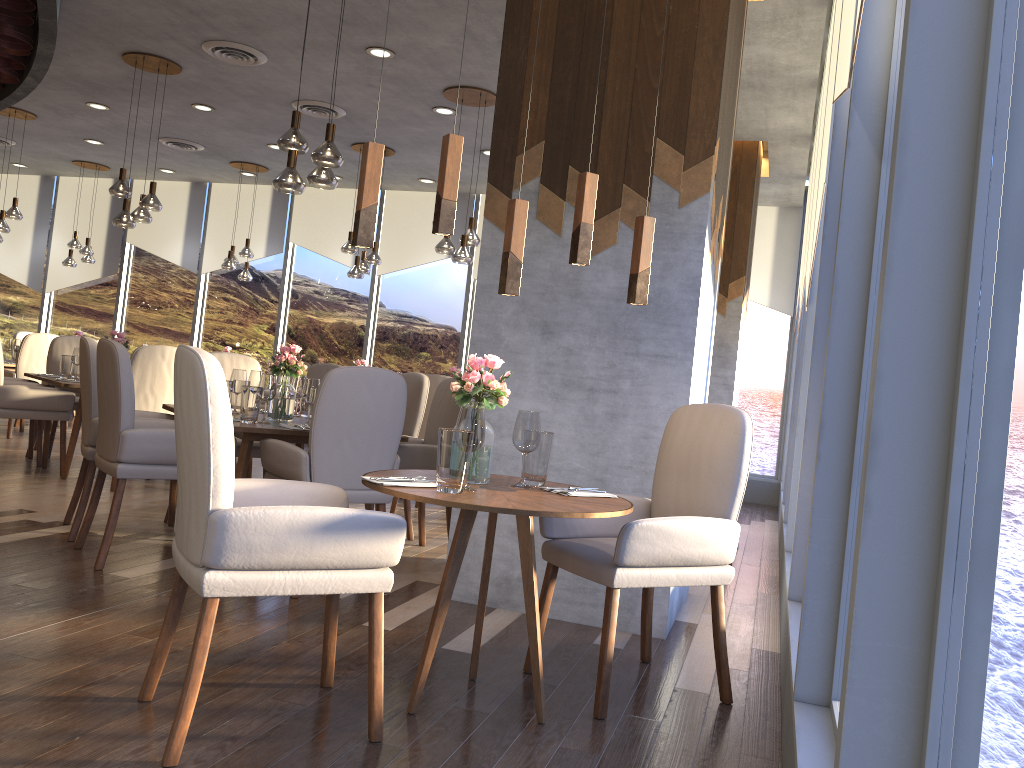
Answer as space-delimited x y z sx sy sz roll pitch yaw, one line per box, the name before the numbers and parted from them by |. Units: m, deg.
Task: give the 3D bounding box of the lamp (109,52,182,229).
lamp | -2.896 -1.862 6.941 0.440 1.327 0.438 5 -2 22

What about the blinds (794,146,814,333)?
blinds | 2.976 -1.871 8.917 0.007 2.683 1.171 6 -2 17

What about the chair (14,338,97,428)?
chair | -4.765 -0.015 9.317 0.529 1.001 0.598 5 -2 36

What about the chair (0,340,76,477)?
chair | -3.464 0.123 6.230 0.598 1.001 0.529 7 -2 -44

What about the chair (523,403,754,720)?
chair | 0.457 0.542 3.054 0.598 1.001 0.528 7 -2 -31

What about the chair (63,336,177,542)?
chair | -1.987 0.280 4.636 0.598 1.001 0.528 7 -2 -30

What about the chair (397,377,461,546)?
chair | -0.573 0.432 4.858 0.598 1.001 0.528 7 -2 -30

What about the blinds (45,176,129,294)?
blinds | -5.799 -2.529 12.214 1.174 2.683 0.007 6 -2 17

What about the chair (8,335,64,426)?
chair | -5.232 -0.065 9.634 0.529 1.001 0.598 5 -2 31

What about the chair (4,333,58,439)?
chair | -4.663 -0.005 8.462 0.600 1.001 0.527 5 -2 31

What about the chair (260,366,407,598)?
chair | -0.826 0.405 4.058 0.527 1.001 0.600 7 -2 -35

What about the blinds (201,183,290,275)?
blinds | -3.374 -2.708 11.503 1.174 2.683 0.007 6 -2 17

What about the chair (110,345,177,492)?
chair | -2.600 0.215 6.225 0.527 1.001 0.600 7 -2 -42

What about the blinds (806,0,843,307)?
blinds | 1.521 -1.756 4.132 0.007 2.683 1.171 6 -2 17

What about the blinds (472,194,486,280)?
blinds | 0.189 -2.173 10.406 1.174 2.683 0.007 6 -2 17

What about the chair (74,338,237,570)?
chair | -1.669 0.314 4.164 0.598 1.001 0.529 7 -2 -37

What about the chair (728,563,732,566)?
chair | 1.080 0.610 5.540 0.527 1.001 0.600 7 -2 -26

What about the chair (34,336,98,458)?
chair | -3.685 0.100 7.491 0.527 1.001 0.600 7 -2 -37

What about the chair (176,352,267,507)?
chair | -1.731 0.308 5.443 0.527 1.001 0.600 7 -2 -30

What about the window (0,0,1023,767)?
window | -0.412 -0.905 7.621 8.047 3.202 16.136 6 0 -28

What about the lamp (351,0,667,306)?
lamp | 0.093 -1.240 2.814 1.159 1.933 0.118 7 -2 -28

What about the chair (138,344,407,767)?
chair | -0.657 0.422 2.429 0.598 1.001 0.528 7 -2 -30

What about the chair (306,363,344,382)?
chair | -1.697 0.314 8.258 0.528 1.001 0.599 6 -1 -2

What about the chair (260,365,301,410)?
chair | -2.841 0.192 10.424 0.599 1.001 0.528 7 -2 -17

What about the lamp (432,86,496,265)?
lamp | -0.389 -1.592 6.910 0.440 1.327 0.438 5 -2 24

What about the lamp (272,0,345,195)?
lamp | -1.041 -1.664 4.787 0.439 1.327 0.439 6 -2 2

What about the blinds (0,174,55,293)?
blinds | -6.989 -2.657 12.578 1.174 2.683 0.007 6 -2 17

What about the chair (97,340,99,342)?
chair | -5.212 -0.062 10.926 0.600 1.001 0.527 5 -2 31

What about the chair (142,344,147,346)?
chair | -3.952 0.073 10.112 0.599 1.001 0.528 7 -2 -17

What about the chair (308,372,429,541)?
chair | -0.872 0.400 5.338 0.598 1.001 0.529 7 -2 -35

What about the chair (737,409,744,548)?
chair | 1.334 0.638 6.411 0.598 1.001 0.528 7 -2 -30

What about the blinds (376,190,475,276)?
blinds | -0.968 -2.596 10.779 1.174 2.683 0.007 6 -2 17

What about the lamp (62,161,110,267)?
lamp | -5.445 -2.133 11.297 0.440 1.327 0.438 6 -2 16

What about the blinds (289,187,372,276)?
blinds | -2.171 -2.725 11.146 1.174 2.683 0.007 6 -2 17

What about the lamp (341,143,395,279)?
lamp | -1.470 -1.707 8.917 0.440 1.327 0.438 6 -2 19

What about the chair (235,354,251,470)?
chair | -2.455 0.231 7.064 0.598 1.001 0.529 7 -2 -37

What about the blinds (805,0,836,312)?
blinds | 1.875 -1.699 5.324 0.007 2.683 1.171 6 -2 17

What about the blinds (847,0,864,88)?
blinds | 0.832 -2.104 1.740 0.007 2.683 1.171 6 -2 17

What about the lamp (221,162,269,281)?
lamp | -3.148 -1.887 10.360 0.439 1.327 0.439 6 -2 10

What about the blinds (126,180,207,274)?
blinds | -4.562 -2.835 11.866 1.174 2.683 0.007 6 -2 17

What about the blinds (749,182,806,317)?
blinds | 2.587 -2.109 9.687 1.174 2.683 0.007 6 -2 17

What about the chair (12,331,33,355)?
chair | -6.196 -0.167 11.537 0.600 1.001 0.527 5 -2 30

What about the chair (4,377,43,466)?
chair | -3.838 0.083 6.658 0.598 1.001 0.529 7 -2 -37

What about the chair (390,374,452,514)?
chair | -0.575 0.433 6.243 0.528 1.001 0.599 6 -1 -6

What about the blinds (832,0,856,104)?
blinds | 1.191 -2.088 2.934 0.007 2.683 1.171 6 -2 17

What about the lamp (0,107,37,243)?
lamp | -5.139 -2.101 8.974 0.438 1.327 0.440 7 -2 -34
